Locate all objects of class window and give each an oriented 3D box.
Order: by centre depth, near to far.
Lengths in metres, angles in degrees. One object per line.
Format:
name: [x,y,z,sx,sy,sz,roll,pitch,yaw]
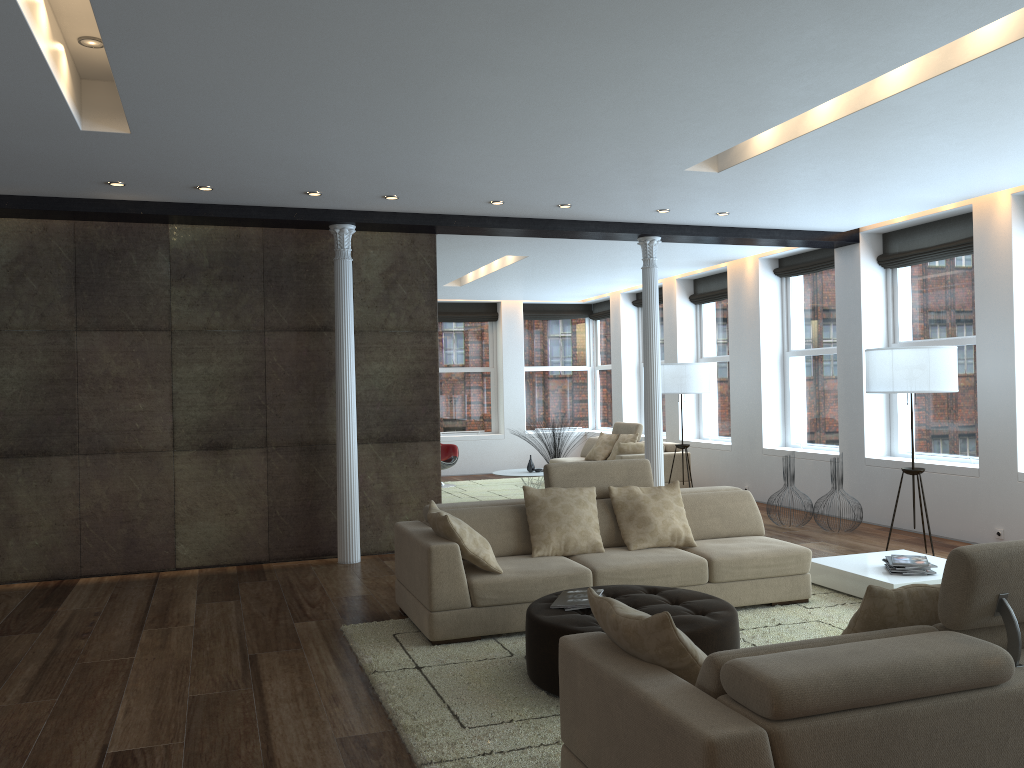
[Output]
window: [4.168,-0.378,8.577,0.123,2.400,1.432,-1,0,-19]
window: [3.589,-0.354,10.293,0.123,2.400,1.391,-1,0,-19]
window: [2.928,-0.327,12.253,0.123,2.400,1.345,-1,0,-19]
window: [2.354,-0.304,13.953,0.123,2.400,1.444,-1,0,-19]
window: [-0.943,-0.223,15.580,1.420,2.400,0.123,-1,0,-19]
window: [0.809,-0.256,16.164,1.474,2.400,0.123,-1,0,-19]
window: [5.656,0.295,23.473,34.761,17.917,13.698,-1,0,-19]

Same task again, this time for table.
table: [2.669,1.334,6.113,0.900,0.170,0.900,-1,0,-19]
table: [0.266,1.308,11.210,1.022,0.393,1.022,-1,0,26]

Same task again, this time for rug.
rug: [1.428,1.446,4.741,4.231,0.020,2.972,-1,0,-19]
rug: [0.254,1.520,12.210,2.972,0.020,4.231,-1,0,-19]

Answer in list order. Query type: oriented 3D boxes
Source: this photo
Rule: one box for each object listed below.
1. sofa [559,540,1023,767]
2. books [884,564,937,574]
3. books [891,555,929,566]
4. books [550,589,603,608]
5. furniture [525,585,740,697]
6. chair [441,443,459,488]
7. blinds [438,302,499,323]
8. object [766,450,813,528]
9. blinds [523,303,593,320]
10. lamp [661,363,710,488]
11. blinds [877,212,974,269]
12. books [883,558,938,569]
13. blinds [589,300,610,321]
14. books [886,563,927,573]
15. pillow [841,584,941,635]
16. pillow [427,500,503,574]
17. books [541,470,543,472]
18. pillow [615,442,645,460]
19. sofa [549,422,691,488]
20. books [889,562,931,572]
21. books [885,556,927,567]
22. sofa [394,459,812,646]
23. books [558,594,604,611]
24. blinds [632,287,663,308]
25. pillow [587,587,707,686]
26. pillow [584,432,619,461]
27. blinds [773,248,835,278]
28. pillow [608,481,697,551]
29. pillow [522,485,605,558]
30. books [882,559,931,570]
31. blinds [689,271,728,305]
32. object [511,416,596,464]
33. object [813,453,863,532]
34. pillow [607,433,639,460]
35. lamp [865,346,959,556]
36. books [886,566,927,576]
sofa: [1.532,0.968,3.059,2.581,0.950,1.021,-1,0,-19]
books: [2.657,1.234,5.922,0.220,0.010,0.300,-1,0,1]
books: [2.656,1.176,5.923,0.220,0.010,0.300,-1,0,21]
books: [0.334,1.096,4.535,0.220,0.040,0.301,-1,0,16]
furniture: [0.596,1.275,4.438,1.057,0.355,1.057,-1,0,-17]
chair: [-1.162,1.143,13.470,0.810,0.818,0.669,-1,0,-39]
blinds: [-0.935,-1.254,15.498,1.422,0.363,0.156,-1,0,-19]
object: [2.833,1.064,9.062,0.458,0.781,0.458,-1,0,-19]
blinds: [0.800,-1.312,16.084,1.442,0.312,0.155,-1,0,-19]
lamp: [2.094,0.615,10.903,0.698,1.728,0.698,-1,0,5]
blinds: [4.073,-1.390,8.559,0.183,0.395,1.431,-1,0,-19]
books: [2.656,1.195,5.922,0.220,0.010,0.300,-1,0,-4]
blinds: [1.693,-1.326,15.658,0.156,0.327,1.377,-1,0,-19]
books: [2.633,1.224,5.929,0.220,0.010,0.300,-1,0,16]
pillow: [1.293,0.843,2.966,0.534,0.439,0.301,-1,0,-22]
pillow: [-0.302,0.914,5.315,0.395,0.393,0.518,-1,0,-15]
books: [0.527,1.101,11.286,0.300,0.010,0.220,-1,0,16]
pillow: [1.557,0.916,11.567,0.518,0.393,0.395,-1,0,-22]
sofa: [1.449,1.032,12.600,1.018,0.950,2.581,-1,0,-19]
books: [2.657,1.214,5.922,0.220,0.010,0.300,-1,0,31]
books: [2.632,1.186,5.930,0.220,0.010,0.300,-1,0,16]
sofa: [0.590,1.007,5.851,2.581,0.950,1.021,-1,0,-19]
books: [0.360,1.103,4.528,0.219,0.031,0.300,-1,0,-4]
blinds: [2.273,-1.376,13.938,0.156,0.275,1.442,-1,0,-19]
pillow: [0.497,0.882,2.948,0.395,0.393,0.518,-1,0,-22]
pillow: [1.327,0.918,12.952,0.368,0.416,0.519,-1,0,-23]
blinds: [3.507,-1.427,10.281,0.156,0.275,1.396,-1,0,-19]
pillow: [0.938,0.881,5.971,0.519,0.416,0.368,-1,0,-14]
pillow: [0.342,0.882,5.783,0.534,0.439,0.301,-1,0,-15]
books: [2.632,1.205,5.929,0.220,0.010,0.300,-1,0,6]
blinds: [2.847,-1.341,12.240,0.156,0.393,1.342,-1,0,-19]
object: [0.667,1.010,14.249,1.119,1.014,1.125,-1,0,-32]
object: [3.188,1.054,8.690,0.458,0.781,0.458,-1,0,-19]
pillow: [1.539,0.899,12.364,0.301,0.439,0.534,-1,0,-22]
lamp: [3.305,0.566,7.313,0.698,1.728,0.698,-1,0,5]
books: [2.633,1.244,5.929,0.220,0.010,0.300,-1,0,16]
